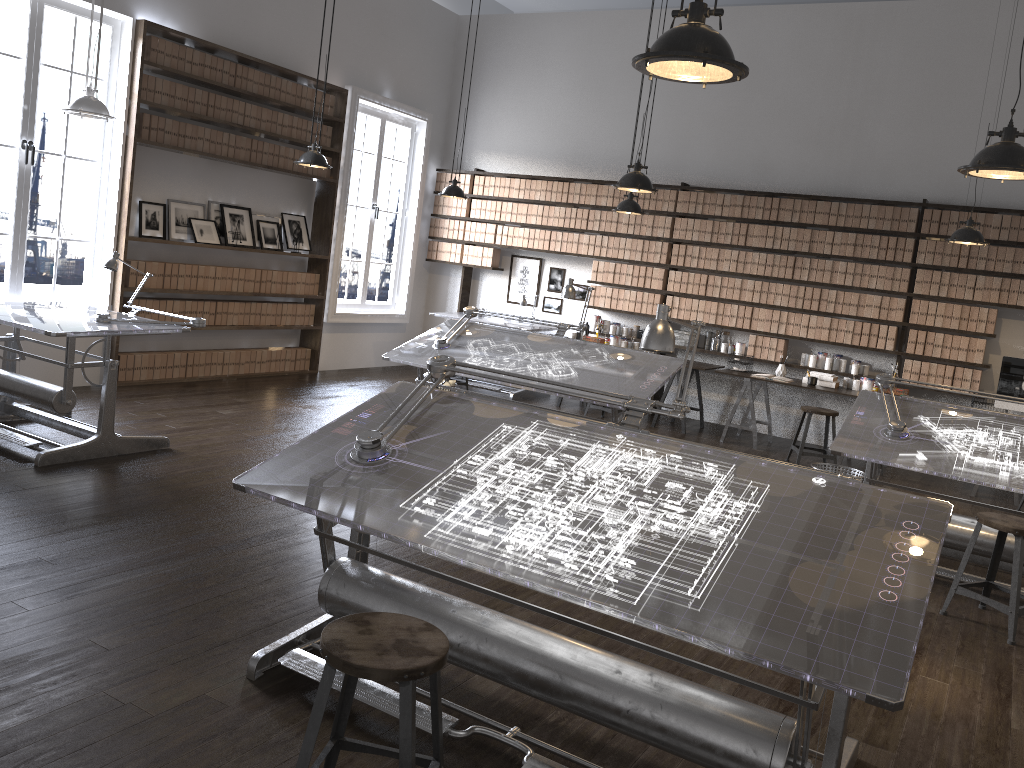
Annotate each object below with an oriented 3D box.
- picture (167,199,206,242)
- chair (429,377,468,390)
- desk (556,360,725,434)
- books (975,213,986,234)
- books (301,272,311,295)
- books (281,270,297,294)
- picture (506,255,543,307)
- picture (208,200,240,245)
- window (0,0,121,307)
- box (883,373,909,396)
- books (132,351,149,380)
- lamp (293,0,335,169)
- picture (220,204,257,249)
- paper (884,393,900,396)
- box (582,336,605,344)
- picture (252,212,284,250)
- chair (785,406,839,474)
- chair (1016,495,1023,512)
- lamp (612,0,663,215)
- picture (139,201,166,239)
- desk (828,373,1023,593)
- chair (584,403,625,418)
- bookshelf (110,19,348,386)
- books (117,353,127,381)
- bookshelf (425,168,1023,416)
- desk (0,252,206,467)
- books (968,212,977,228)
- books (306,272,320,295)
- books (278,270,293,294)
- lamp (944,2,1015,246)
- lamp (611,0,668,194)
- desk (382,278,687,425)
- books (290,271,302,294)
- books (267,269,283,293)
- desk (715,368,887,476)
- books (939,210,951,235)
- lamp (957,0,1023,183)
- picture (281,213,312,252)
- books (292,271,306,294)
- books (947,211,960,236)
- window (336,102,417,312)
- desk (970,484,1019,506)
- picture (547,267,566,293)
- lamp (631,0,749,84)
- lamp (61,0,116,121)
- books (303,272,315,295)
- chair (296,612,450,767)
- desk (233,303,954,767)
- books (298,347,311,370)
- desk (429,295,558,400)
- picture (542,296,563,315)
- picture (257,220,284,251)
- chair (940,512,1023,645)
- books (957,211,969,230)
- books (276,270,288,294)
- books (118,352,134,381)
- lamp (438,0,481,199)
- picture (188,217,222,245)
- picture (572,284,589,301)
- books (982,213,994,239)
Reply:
[{"bbox_3d":[-2.947,-1.472,8.044,0.083,0.363,0.416,10,7,29],"label":"picture"},{"bbox_3d":[-0.653,-0.136,9.076,0.373,0.525,0.358,12,8,38],"label":"chair"},{"bbox_3d":[1.248,0.019,9.169,1.675,0.666,0.656,12,8,30],"label":"desk"},{"bbox_3d":[4.167,-1.402,7.886,0.067,0.225,0.175,10,7,29],"label":"books"},{"bbox_3d":[-2.214,-1.060,9.314,0.175,0.224,0.067,11,6,30],"label":"books"},{"bbox_3d":[-2.314,-1.049,9.142,0.175,0.224,0.067,11,6,30],"label":"books"},{"bbox_3d":[0.144,-1.214,10.416,0.417,0.572,0.040,11,6,30],"label":"picture"},{"bbox_3d":[-2.732,-1.518,8.416,0.091,0.404,0.370,10,7,29],"label":"picture"},{"bbox_3d":[-3.687,-1.729,6.704,0.154,2.486,1.484,10,6,29],"label":"window"},{"bbox_3d":[3.473,0.018,8.000,0.212,0.206,0.138,11,7,30],"label":"box"},{"bbox_3d":[-3.268,-0.160,7.741,0.175,0.224,0.067,11,6,30],"label":"books"},{"bbox_3d":[-1.498,-2.900,7.185,0.311,2.242,0.314,8,5,9],"label":"lamp"},{"bbox_3d":[-2.625,-1.508,8.498,0.149,0.389,0.374,10,7,29],"label":"picture"},{"bbox_3d":[3.371,0.110,7.883,0.137,0.038,0.156,-1,11,-45],"label":"paper"},{"bbox_3d":[0.876,-0.460,9.505,0.212,0.083,0.138,11,8,29],"label":"box"},{"bbox_3d":[-2.461,-1.524,8.882,0.095,0.359,0.434,10,7,29],"label":"picture"},{"bbox_3d":[2.624,0.478,7.665,0.372,0.525,0.360,8,6,3],"label":"chair"},{"bbox_3d":[4.186,0.799,6.791,0.358,0.525,0.374,7,6,-2],"label":"chair"},{"bbox_3d":[1.206,-2.671,7.998,0.311,2.242,0.314,8,5,9],"label":"lamp"},{"bbox_3d":[-3.144,-1.431,7.749,0.058,0.314,0.267,10,7,29],"label":"picture"},{"bbox_3d":[2.955,0.458,4.970,2.077,1.380,1.078,11,7,30],"label":"desk"},{"bbox_3d":[0.970,0.123,8.703,0.373,0.525,0.358,12,8,38],"label":"chair"},{"bbox_3d":[-2.737,-1.204,8.436,0.414,3.706,2.476,10,7,29],"label":"bookshelf"},{"bbox_3d":[-3.378,-0.148,7.559,0.175,0.224,0.067,11,6,30],"label":"books"},{"bbox_3d":[2.905,-0.269,8.740,9.215,3.193,0.374,12,7,30],"label":"bookshelf"},{"bbox_3d":[-2.729,-0.249,5.579,1.274,1.183,1.173,11,7,29],"label":"desk"},{"bbox_3d":[4.112,-1.414,7.925,0.067,0.224,0.175,10,7,29],"label":"books"},{"bbox_3d":[-2.142,-1.067,9.428,0.175,0.225,0.067,11,6,30],"label":"books"},{"bbox_3d":[-2.343,-1.044,9.082,0.175,0.225,0.067,11,6,30],"label":"books"},{"bbox_3d":[3.588,-2.175,6.618,0.312,2.242,0.312,4,6,-36],"label":"lamp"},{"bbox_3d":[0.952,-2.390,5.767,0.312,2.242,0.312,3,7,-40],"label":"lamp"},{"bbox_3d":[0.087,-0.139,6.630,2.289,1.380,1.078,11,7,30],"label":"desk"},{"bbox_3d":[-2.281,-1.052,9.195,0.175,0.224,0.067,11,6,30],"label":"books"},{"bbox_3d":[-2.418,-1.037,8.965,0.175,0.224,0.067,11,6,30],"label":"books"},{"bbox_3d":[2.758,0.333,8.295,1.675,0.666,0.656,12,8,30],"label":"desk"},{"bbox_3d":[3.931,-1.452,8.031,0.067,0.224,0.175,10,7,29],"label":"books"},{"bbox_3d":[2.013,-1.901,3.287,0.312,2.255,0.312,4,6,-36],"label":"lamp"},{"bbox_3d":[-2.238,-1.576,9.198,0.161,0.363,0.343,10,7,29],"label":"picture"},{"bbox_3d":[-2.246,-1.056,9.252,0.175,0.225,0.067,11,6,30],"label":"books"},{"bbox_3d":[3.989,-1.439,7.991,0.067,0.224,0.174,10,7,29],"label":"books"},{"bbox_3d":[-1.590,-1.944,10.070,0.154,2.299,1.246,10,6,29],"label":"window"},{"bbox_3d":[4.589,0.714,7.234,1.675,0.666,0.656,12,8,30],"label":"desk"},{"bbox_3d":[0.514,-1.197,10.213,0.202,0.283,0.022,11,6,29],"label":"picture"},{"bbox_3d":[0.614,-1.942,2.268,0.311,2.242,0.314,8,5,9],"label":"lamp"},{"bbox_3d":[-2.508,-2.783,5.440,0.311,2.242,0.314,8,5,9],"label":"lamp"},{"bbox_3d":[-2.180,-1.065,9.376,0.175,0.224,0.067,11,6,30],"label":"books"},{"bbox_3d":[-0.337,0.875,2.164,0.359,0.525,0.373,8,6,8],"label":"chair"},{"bbox_3d":[0.231,0.407,2.865,2.077,1.380,1.078,11,7,30],"label":"desk"},{"bbox_3d":[-2.250,-0.276,9.493,0.175,0.224,0.067,11,6,30],"label":"books"},{"bbox_3d":[-0.138,-0.486,9.933,1.274,1.093,1.072,11,7,29],"label":"desk"},{"bbox_3d":[0.468,-0.910,10.243,0.252,0.182,0.023,11,6,30],"label":"picture"},{"bbox_3d":[-2.424,-1.484,8.876,0.127,0.289,0.290,10,7,29],"label":"picture"},{"bbox_3d":[2.382,0.922,4.286,0.358,0.525,0.374,4,7,-32],"label":"chair"},{"bbox_3d":[4.052,-1.427,7.960,0.067,0.224,0.174,10,7,29],"label":"books"},{"bbox_3d":[-2.382,-1.041,9.026,0.175,0.224,0.067,11,6,30],"label":"books"},{"bbox_3d":[-3.342,-0.152,7.618,0.175,0.224,0.067,11,6,30],"label":"books"},{"bbox_3d":[-0.462,-3.018,8.958,0.311,2.242,0.314,8,5,9],"label":"lamp"},{"bbox_3d":[-2.817,-1.398,8.140,0.145,0.228,0.300,11,8,29],"label":"picture"},{"bbox_3d":[0.755,-1.044,10.073,0.252,0.182,0.023,11,6,30],"label":"picture"},{"bbox_3d":[4.227,-1.390,7.857,0.067,0.224,0.175,10,7,29],"label":"books"}]
